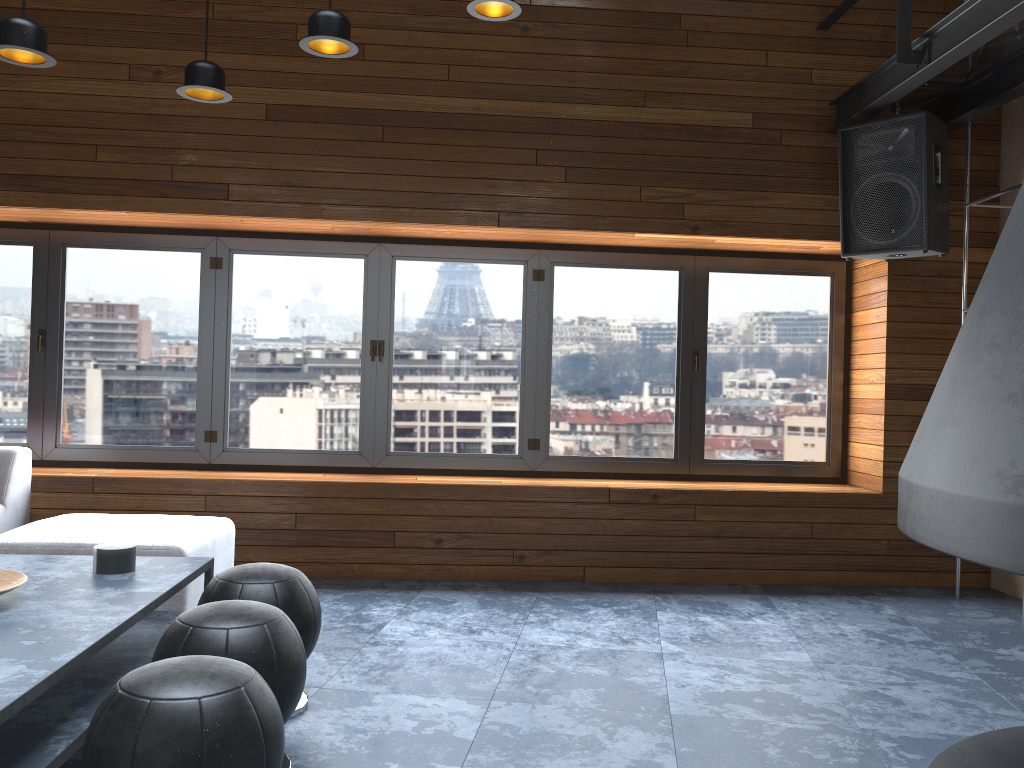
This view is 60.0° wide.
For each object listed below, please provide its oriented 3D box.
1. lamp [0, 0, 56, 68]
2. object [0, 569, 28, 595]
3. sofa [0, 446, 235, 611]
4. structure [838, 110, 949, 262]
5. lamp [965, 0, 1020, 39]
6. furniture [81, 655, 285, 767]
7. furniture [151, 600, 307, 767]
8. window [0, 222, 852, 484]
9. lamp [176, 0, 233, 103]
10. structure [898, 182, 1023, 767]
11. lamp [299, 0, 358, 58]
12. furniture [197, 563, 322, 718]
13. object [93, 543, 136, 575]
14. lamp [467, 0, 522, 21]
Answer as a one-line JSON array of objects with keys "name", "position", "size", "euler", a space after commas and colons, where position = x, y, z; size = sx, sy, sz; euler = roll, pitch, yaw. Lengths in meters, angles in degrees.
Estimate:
[{"name": "lamp", "position": [-1.659, -2.144, 3.065], "size": [0.210, 2.034, 0.210], "euler": [1, -1, 33]}, {"name": "object", "position": [-1.539, 0.569, 2.402], "size": [0.395, 0.061, 0.395], "euler": [2, 0, -12]}, {"name": "sofa", "position": [-2.273, 0.667, 2.711], "size": [2.204, 0.693, 4.035], "euler": [2, 0, -4]}, {"name": "structure", "position": [2.042, -1.016, 4.678], "size": [0.488, 0.735, 0.461], "euler": [2, -1, -44]}, {"name": "lamp", "position": [2.179, -2.092, 4.026], "size": [0.475, 1.002, 0.475], "euler": [1, -1, 20]}, {"name": "furniture", "position": [-0.688, 0.819, 1.871], "size": [0.401, 0.462, 0.402], "euler": [2, 0, 11]}, {"name": "furniture", "position": [-0.757, 0.820, 2.376], "size": [0.402, 0.462, 0.401], "euler": [1, 0, 16]}, {"name": "window", "position": [-0.809, -0.173, 5.315], "size": [5.936, 1.522, 0.101], "euler": [2, -1, -4]}, {"name": "lamp", "position": [-1.185, -2.143, 3.510], "size": [0.210, 2.003, 0.210], "euler": [1, -1, 33]}, {"name": "structure", "position": [1.263, -1.751, 1.006], "size": [1.197, 5.700, 1.689], "euler": [2, -1, -4]}, {"name": "lamp", "position": [-0.636, -2.175, 3.222], "size": [0.210, 1.911, 0.210], "euler": [1, -1, 33]}, {"name": "furniture", "position": [-0.828, 0.822, 2.898], "size": [0.402, 0.462, 0.401], "euler": [1, -1, 36]}, {"name": "object", "position": [-1.297, 0.570, 2.896], "size": [0.126, 0.081, 0.126], "euler": [2, -1, -31]}, {"name": "lamp", "position": [-0.046, -2.223, 3.422], "size": [0.210, 1.565, 0.210], "euler": [1, -1, 33]}]
